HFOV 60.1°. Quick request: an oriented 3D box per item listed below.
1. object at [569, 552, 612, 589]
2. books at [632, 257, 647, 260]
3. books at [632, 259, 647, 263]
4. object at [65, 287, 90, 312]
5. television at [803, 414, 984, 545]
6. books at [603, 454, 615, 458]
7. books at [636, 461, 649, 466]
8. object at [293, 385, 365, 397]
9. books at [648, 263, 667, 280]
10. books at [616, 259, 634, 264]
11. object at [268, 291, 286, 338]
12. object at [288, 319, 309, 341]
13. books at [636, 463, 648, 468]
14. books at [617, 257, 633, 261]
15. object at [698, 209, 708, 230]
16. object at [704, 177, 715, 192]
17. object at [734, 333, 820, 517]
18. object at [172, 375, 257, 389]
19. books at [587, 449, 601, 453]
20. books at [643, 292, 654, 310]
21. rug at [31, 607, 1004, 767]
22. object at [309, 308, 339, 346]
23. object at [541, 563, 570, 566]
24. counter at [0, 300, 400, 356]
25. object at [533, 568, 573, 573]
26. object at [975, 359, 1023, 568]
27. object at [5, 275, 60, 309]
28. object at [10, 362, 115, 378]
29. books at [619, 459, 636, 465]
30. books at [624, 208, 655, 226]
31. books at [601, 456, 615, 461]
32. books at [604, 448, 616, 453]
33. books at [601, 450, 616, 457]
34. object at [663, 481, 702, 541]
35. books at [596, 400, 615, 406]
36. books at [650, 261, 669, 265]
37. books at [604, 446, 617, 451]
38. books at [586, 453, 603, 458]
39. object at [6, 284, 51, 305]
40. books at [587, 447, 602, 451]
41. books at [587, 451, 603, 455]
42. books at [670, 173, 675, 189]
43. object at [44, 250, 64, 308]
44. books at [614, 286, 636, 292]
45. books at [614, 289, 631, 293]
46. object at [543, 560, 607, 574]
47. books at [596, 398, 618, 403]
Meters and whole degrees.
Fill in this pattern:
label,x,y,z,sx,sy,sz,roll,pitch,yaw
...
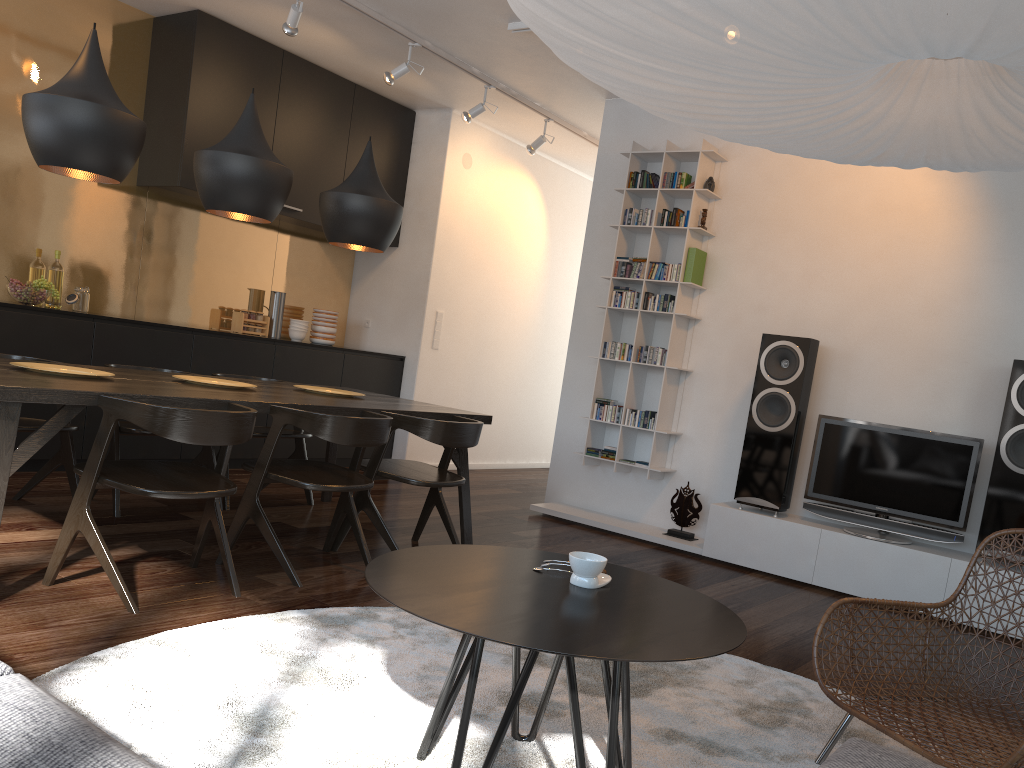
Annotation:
label,x,y,z,sx,sy,sz,roll,pitch,yaw
object,0.192,0.442,2.102,0.139,0.069,0.091,6,4,-42
books,0.828,-0.783,5.559,0.111,0.014,0.093,9,2,35
books,0.820,-0.770,5.554,0.106,0.018,0.069,9,2,35
object,-2.569,-0.508,5.248,0.088,0.152,0.176,9,3,13
television,2.002,0.522,4.704,0.346,0.604,0.782,5,4,-36
books,0.641,0.464,5.671,0.091,0.014,0.070,9,2,35
books,0.835,0.498,5.543,0.092,0.014,0.070,10,2,41
object,-0.911,0.039,4.414,0.353,0.017,0.356,10,2,39
books,0.909,-0.693,5.504,0.087,0.108,0.096,11,5,35
books,0.722,-0.782,5.636,0.091,0.014,0.070,9,2,35
object,-1.754,-0.516,6.613,0.113,0.342,0.164,12,6,39
object,-1.625,-0.409,6.725,0.158,0.161,0.153,7,4,-26
books,0.832,0.511,5.549,0.091,0.014,0.070,9,2,35
books,0.725,-0.795,5.630,0.092,0.014,0.070,10,2,41
object,1.169,-1.000,5.389,0.045,0.141,0.064,11,6,27
object,1.201,-1.208,5.371,0.064,0.101,0.060,9,5,12
object,1.520,0.239,5.037,0.293,1.009,0.281,12,6,35
object,-1.299,-0.005,3.871,0.354,0.017,0.355,9,1,16
books,0.543,0.434,5.741,0.092,0.015,0.070,9,2,35
books,0.855,-0.514,5.543,0.028,0.116,0.074,12,6,36
rug,0.187,0.953,2.034,2.828,0.012,2.833,9,1,15
object,-1.466,-0.442,6.894,0.197,0.266,0.197,9,4,10
object,0.153,0.461,2.206,0.163,0.016,0.025,9,3,10
counter,-2.598,-0.431,5.113,0.727,0.002,5.071,9,2,36
object,0.113,0.459,2.165,0.124,0.010,0.026,8,2,1
object,2.522,0.405,4.318,0.293,1.009,0.281,12,6,35
object,-2.623,-0.516,4.832,0.177,0.174,0.239,10,3,20
object,-1.688,-0.049,3.328,0.353,0.017,0.356,10,2,39
books,0.753,0.496,5.633,0.111,0.012,0.093,9,2,35
books,0.828,-1.043,5.580,0.220,0.113,0.109,10,4,35
books,0.635,0.478,5.679,0.106,0.016,0.069,9,2,35
books,0.647,0.427,5.668,0.091,0.014,0.070,9,2,35
books,0.637,0.445,5.672,0.106,0.023,0.069,10,2,35
object,1.060,0.768,5.416,0.211,0.353,0.121,12,6,36
books,0.605,0.121,5.720,0.106,0.023,0.069,10,2,35
books,0.918,-0.749,5.490,0.106,0.008,0.069,9,2,35
books,0.649,0.413,5.667,0.091,0.014,0.070,9,2,35
books,0.540,0.462,5.743,0.098,0.015,0.074,9,2,35
object,-2.646,-0.481,4.834,0.219,0.097,0.217,8,2,-7
books,0.549,0.425,5.738,0.106,0.009,0.069,9,2,35
books,0.543,0.448,5.742,0.091,0.014,0.070,9,2,35
books,1.000,-1.238,5.441,0.012,0.108,0.069,12,6,36
object,-2.724,-0.626,5.275,0.092,0.341,0.091,9,5,3
books,0.724,-0.606,5.670,0.111,0.022,0.096,10,2,35
books,0.722,-0.590,5.667,0.111,0.012,0.093,9,2,35
object,0.160,0.462,2.248,0.167,0.015,0.015,9,3,22
books,0.618,0.105,5.732,0.111,0.012,0.093,9,2,35
